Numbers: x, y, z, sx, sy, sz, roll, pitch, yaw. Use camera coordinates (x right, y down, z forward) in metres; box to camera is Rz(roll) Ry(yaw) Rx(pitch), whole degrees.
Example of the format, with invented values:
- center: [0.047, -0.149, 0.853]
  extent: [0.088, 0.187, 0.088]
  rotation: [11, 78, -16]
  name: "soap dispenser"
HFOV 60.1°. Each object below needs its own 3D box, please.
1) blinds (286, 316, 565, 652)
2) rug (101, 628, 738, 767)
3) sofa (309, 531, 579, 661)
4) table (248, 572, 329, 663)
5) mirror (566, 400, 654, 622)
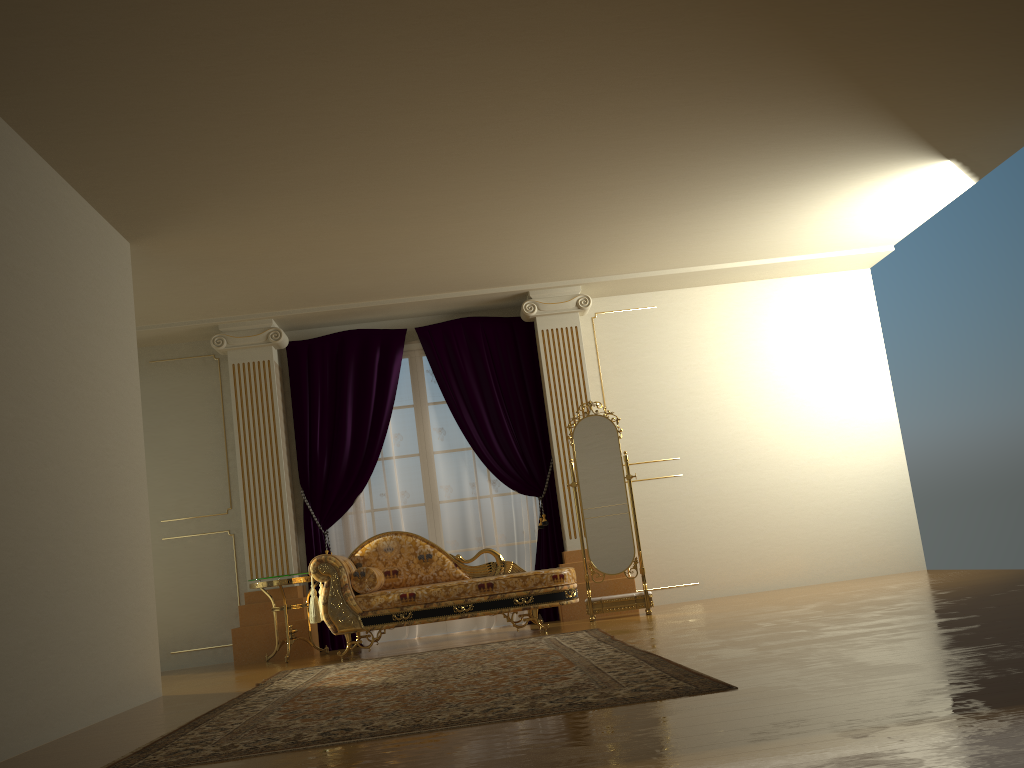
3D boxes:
- center: [-0.710, 0.789, 7.489]
  extent: [2.234, 2.627, 0.342]
  rotation: [-7, -8, -3]
  name: "blinds"
- center: [-0.388, 1.433, 4.345]
  extent: [2.115, 0.017, 3.115]
  rotation: [-6, -12, -4]
  name: "rug"
- center: [-0.479, 1.440, 6.422]
  extent: [1.892, 0.862, 0.701]
  rotation: [-7, -9, -4]
  name: "sofa"
- center: [-1.683, 1.776, 6.718]
  extent: [0.576, 0.636, 0.572]
  rotation: [-15, -12, 40]
  name: "table"
- center: [0.723, 0.955, 6.863]
  extent: [0.542, 1.683, 0.245]
  rotation: [-8, -8, 6]
  name: "mirror"
